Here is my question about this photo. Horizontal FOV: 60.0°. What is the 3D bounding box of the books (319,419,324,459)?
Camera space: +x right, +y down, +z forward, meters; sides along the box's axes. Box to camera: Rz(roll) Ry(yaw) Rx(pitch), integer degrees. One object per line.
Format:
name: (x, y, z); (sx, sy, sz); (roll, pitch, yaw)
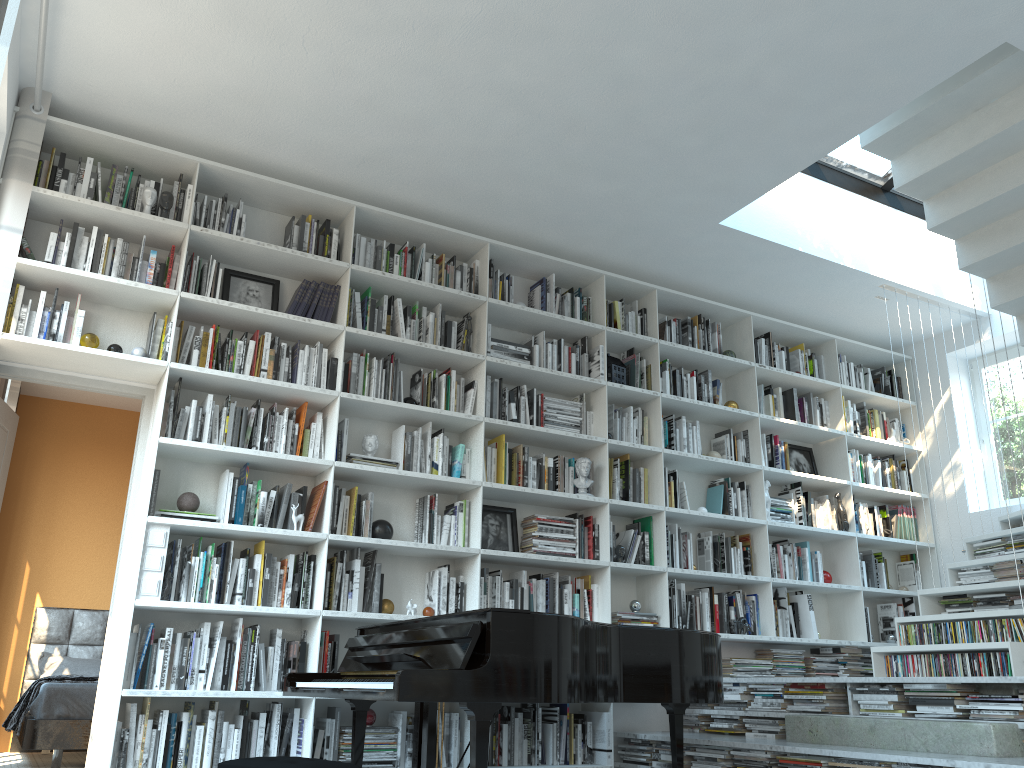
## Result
books: (-1.018, 0.323, 4.683); (0.036, 0.256, 0.123); (11, -21, -27)

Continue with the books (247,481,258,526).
books: (-1.307, 0.618, 4.417); (0.022, 0.248, 0.129); (11, -21, -27)

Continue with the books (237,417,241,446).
books: (-1.401, 0.275, 4.481); (0.010, 0.203, 0.139); (11, -21, -27)

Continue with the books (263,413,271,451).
books: (-1.271, 0.281, 4.529); (0.013, 0.228, 0.177); (11, -21, -27)

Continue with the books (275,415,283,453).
books: (-1.225, 0.294, 4.585); (0.028, 0.241, 0.132); (11, -21, -27)

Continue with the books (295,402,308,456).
books: (-1.122, 0.267, 4.630); (0.035, 0.324, 0.170); (11, -21, -27)

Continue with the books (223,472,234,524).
books: (-1.410, 0.582, 4.355); (0.024, 0.272, 0.150); (11, -21, -27)

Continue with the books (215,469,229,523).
books: (-1.426, 0.574, 4.349); (0.012, 0.284, 0.160); (11, -21, -27)

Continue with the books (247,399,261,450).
books: (-1.320, 0.239, 4.518); (0.013, 0.298, 0.152); (11, -21, -27)

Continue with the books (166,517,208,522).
books: (-1.569, 0.667, 4.246); (0.254, 0.012, 0.161); (11, -21, -26)

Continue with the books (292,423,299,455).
books: (-1.144, 0.321, 4.599); (0.013, 0.202, 0.162); (11, -21, -27)

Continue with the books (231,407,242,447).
books: (-1.403, 0.249, 4.457); (0.024, 0.236, 0.167); (11, -21, -27)

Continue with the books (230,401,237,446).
books: (-1.426, 0.235, 4.468); (0.011, 0.270, 0.158); (11, -21, -27)

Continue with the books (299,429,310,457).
books: (-1.096, 0.341, 4.625); (0.030, 0.182, 0.152); (11, -21, -27)

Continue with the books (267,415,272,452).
books: (-1.265, 0.287, 4.545); (0.013, 0.227, 0.152); (11, -21, -27)

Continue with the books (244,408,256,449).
books: (-1.355, 0.259, 4.513); (0.048, 0.255, 0.142); (11, -21, -27)

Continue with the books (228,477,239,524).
books: (-1.390, 0.597, 4.371); (0.031, 0.254, 0.143); (11, -21, -27)

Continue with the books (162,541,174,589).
books: (-1.618, 0.887, 4.150); (0.008, 0.284, 0.160); (11, -21, -27)

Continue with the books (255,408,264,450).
books: (-1.311, 0.265, 4.528); (0.021, 0.255, 0.156); (11, -21, -27)

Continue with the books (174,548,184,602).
books: (-1.578, 0.908, 4.166); (0.022, 0.256, 0.142); (11, -21, -27)

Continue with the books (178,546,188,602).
books: (-1.555, 0.902, 4.158); (0.007, 0.263, 0.177); (11, -21, -27)

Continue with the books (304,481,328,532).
books: (-1.022, 0.644, 4.520); (0.082, 0.275, 0.229); (11, -21, -27)

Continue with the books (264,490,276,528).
books: (-1.239, 0.649, 4.450); (0.056, 0.213, 0.143); (11, -21, -27)

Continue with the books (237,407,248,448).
books: (-1.378, 0.255, 4.480); (0.023, 0.241, 0.185); (11, -21, -27)

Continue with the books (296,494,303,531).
books: (-1.106, 0.673, 4.505); (0.027, 0.209, 0.144); (11, -21, -27)

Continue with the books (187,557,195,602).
books: (-1.528, 0.933, 4.177); (0.015, 0.217, 0.177); (11, -21, -27)

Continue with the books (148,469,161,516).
books: (-1.707, 0.539, 4.198); (0.028, 0.242, 0.157); (11, -21, -27)

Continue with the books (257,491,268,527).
books: (-1.260, 0.644, 4.399); (0.029, 0.189, 0.189); (11, -21, -27)

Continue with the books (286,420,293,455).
books: (-1.176, 0.310, 4.595); (0.021, 0.220, 0.149); (11, -21, -27)

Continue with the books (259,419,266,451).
books: (-1.293, 0.293, 4.530); (0.021, 0.204, 0.130); (11, -21, -27)

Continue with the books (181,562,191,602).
books: (-1.537, 0.935, 4.139); (0.019, 0.188, 0.194); (11, -21, -27)

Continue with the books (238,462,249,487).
books: (-1.348, 0.569, 4.410); (0.011, 0.334, 0.154); (11, -21, -27)

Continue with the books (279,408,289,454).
books: (-1.193, 0.274, 4.575); (0.015, 0.274, 0.157); (11, -21, -27)

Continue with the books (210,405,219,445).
books: (-1.499, 0.238, 4.438); (0.049, 0.242, 0.139); (11, -21, -27)

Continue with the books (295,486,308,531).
books: (-1.086, 0.658, 4.525); (0.021, 0.250, 0.154); (11, -21, -27)

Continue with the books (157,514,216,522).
books: (-1.567, 0.654, 4.247); (0.254, 0.012, 0.161); (12, -22, -30)

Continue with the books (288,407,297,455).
books: (-1.162, 0.280, 4.619); (0.015, 0.291, 0.144); (11, -21, -27)

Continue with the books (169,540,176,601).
books: (-1.606, 0.887, 4.155); (0.017, 0.288, 0.153); (11, -21, -27)

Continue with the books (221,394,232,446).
books: (-1.449, 0.216, 4.449); (0.011, 0.292, 0.184); (11, -21, -27)

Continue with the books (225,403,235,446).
books: (-1.432, 0.238, 4.442); (0.021, 0.246, 0.189); (11, -21, -27)

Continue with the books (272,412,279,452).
books: (-1.238, 0.283, 4.569); (0.011, 0.251, 0.139); (11, -21, -27)

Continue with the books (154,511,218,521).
books: (-1.565, 0.642, 4.248); (0.285, 0.012, 0.160); (10, -21, -23)

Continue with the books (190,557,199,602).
books: (-1.509, 0.933, 4.173); (0.015, 0.216, 0.180); (11, -21, -27)

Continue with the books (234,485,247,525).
books: (-1.350, 0.617, 4.353); (0.029, 0.207, 0.190); (11, -21, -27)

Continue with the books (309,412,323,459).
books: (-1.046, 0.304, 4.672); (0.027, 0.285, 0.148); (11, -21, -27)

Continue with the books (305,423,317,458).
books: (-1.069, 0.327, 4.645); (0.031, 0.222, 0.145); (11, -21, -27)

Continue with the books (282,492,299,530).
books: (-1.126, 0.666, 4.484); (0.030, 0.207, 0.173); (11, -21, -27)

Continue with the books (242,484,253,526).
books: (-1.333, 0.624, 4.408); (0.031, 0.230, 0.148); (11, -21, -27)

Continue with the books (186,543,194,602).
books: (-1.534, 0.901, 4.176); (0.008, 0.278, 0.164); (11, -21, -27)

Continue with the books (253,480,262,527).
books: (-1.283, 0.615, 4.410); (0.011, 0.249, 0.172); (11, -21, -27)

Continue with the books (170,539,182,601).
books: (-1.589, 0.885, 4.157); (0.014, 0.293, 0.172); (11, -21, -27)

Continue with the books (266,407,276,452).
books: (-1.252, 0.267, 4.554); (0.012, 0.271, 0.145); (11, -21, -27)

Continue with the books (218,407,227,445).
books: (-1.462, 0.244, 4.435); (0.014, 0.229, 0.148); (11, -21, -27)

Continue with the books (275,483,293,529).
books: (-1.169, 0.638, 4.476); (0.060, 0.254, 0.159); (11, -21, -27)

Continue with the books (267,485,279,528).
books: (-1.208, 0.642, 4.470); (0.013, 0.241, 0.141); (11, -21, -27)

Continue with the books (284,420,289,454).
books: (-1.188, 0.307, 4.584); (0.012, 0.216, 0.160); (11, -21, -27)

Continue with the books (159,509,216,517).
books: (-1.569, 0.632, 4.258); (0.254, 0.012, 0.161); (11, -21, -26)

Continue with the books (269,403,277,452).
books: (-1.249, 0.258, 4.577); (0.011, 0.303, 0.130); (11, -21, -27)
